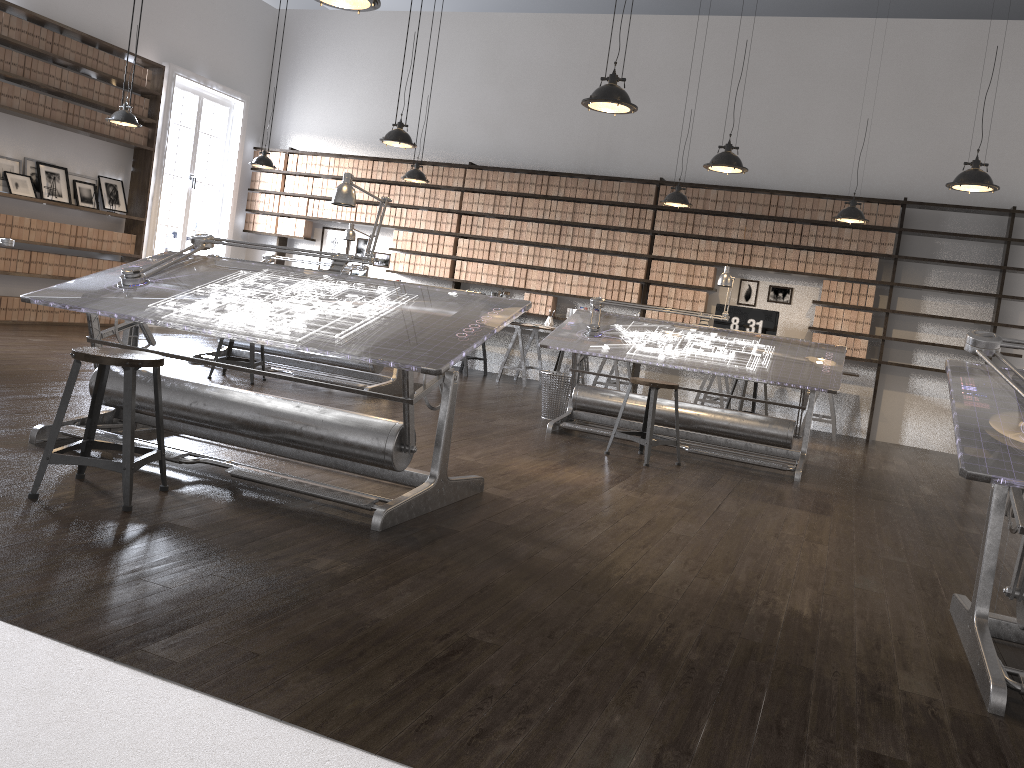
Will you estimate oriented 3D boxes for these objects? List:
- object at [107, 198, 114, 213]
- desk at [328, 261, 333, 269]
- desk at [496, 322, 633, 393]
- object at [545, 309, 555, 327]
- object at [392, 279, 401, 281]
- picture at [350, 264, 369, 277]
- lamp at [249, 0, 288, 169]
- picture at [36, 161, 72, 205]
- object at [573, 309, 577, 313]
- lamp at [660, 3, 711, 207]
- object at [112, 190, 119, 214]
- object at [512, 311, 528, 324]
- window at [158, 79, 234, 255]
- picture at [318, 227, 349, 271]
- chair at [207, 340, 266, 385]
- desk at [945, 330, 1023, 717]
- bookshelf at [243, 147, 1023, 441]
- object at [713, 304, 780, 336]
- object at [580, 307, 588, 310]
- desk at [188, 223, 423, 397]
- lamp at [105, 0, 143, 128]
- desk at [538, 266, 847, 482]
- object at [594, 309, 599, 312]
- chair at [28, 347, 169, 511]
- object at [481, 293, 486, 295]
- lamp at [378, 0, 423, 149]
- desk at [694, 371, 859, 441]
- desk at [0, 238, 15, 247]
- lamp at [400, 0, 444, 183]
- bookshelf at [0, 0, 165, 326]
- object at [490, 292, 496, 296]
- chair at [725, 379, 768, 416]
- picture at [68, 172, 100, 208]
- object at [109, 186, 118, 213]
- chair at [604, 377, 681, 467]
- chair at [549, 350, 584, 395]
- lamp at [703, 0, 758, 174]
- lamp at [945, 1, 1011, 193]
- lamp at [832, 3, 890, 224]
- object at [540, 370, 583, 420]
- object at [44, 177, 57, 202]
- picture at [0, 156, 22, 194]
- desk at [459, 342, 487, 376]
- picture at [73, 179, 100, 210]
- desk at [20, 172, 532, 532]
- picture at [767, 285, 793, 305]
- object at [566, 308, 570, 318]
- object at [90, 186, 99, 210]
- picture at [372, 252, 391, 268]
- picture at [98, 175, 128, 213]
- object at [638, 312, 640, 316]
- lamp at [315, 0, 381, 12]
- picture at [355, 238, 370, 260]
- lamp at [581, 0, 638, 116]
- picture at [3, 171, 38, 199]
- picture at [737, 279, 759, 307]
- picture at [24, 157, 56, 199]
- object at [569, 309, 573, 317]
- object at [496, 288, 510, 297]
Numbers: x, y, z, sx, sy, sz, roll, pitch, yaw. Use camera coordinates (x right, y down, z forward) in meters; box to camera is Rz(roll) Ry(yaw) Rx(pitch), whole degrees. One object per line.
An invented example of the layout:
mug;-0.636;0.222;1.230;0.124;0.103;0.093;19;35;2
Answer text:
object;-4.388;-1.954;9.683;0.040;0.165;0.066;9;3;21
desk;-2.507;-1.015;10.940;1.272;1.095;1.071;10;4;21
desk;0.613;-0.247;9.770;1.673;0.668;0.656;10;4;21
object;0.433;-0.743;10.081;0.101;0.209;0.102;7;3;-24
object;-1.434;-1.203;10.927;0.107;0.176;0.107;9;3;22
picture;-1.959;-1.434;11.354;0.252;0.183;0.023;10;3;21
lamp;-2.668;-3.574;9.992;0.311;2.248;0.313;8;2;0
picture;-4.731;-2.068;9.154;0.149;0.390;0.373;9;4;20
object;0.721;-0.791;10.075;0.061;0.119;0.062;7;3;-19
lamp;1.704;-2.803;8.315;0.312;2.248;0.312;6;3;-45
object;-4.393;-2.016;9.824;0.040;0.261;0.110;9;3;20
object;0.043;-0.775;10.098;0.204;0.160;0.284;10;5;20
window;-3.961;-2.466;10.879;0.153;2.304;1.244;9;3;20
picture;-2.306;-1.733;11.480;0.416;0.573;0.040;9;3;21
chair;-2.102;-0.285;6.885;0.358;0.527;0.373;8;3;-1
desk;2.352;0.310;2.492;2.074;1.383;1.076;10;4;21
bookshelf;0.688;-0.839;10.247;9.202;3.201;0.373;10;3;21
object;2.420;-0.538;9.219;0.645;0.517;0.204;10;3;21
object;0.814;-0.800;10.139;0.095;0.161;0.094;9;3;17
desk;-1.755;-0.754;7.713;2.286;1.383;1.076;10;4;21
lamp;-3.406;-3.498;8.076;0.311;2.248;0.313;8;2;0
desk;1.341;-0.208;6.522;2.074;1.383;1.076;10;4;21
object;0.937;-0.780;10.104;0.094;0.161;0.205;9;4;22
chair;-1.459;0.148;3.219;0.358;0.527;0.373;8;3;-1
object;-0.487;-1.031;10.632;0.318;0.152;0.193;10;5;20
lamp;-0.760;-3.032;7.058;0.312;2.248;0.312;10;3;41
desk;2.590;0.102;9.009;1.673;0.668;0.656;10;4;21
desk;-4.366;-0.882;6.228;1.272;1.186;1.171;9;4;21
lamp;-0.868;-3.257;9.305;0.311;2.248;0.313;8;2;0
bookshelf;-4.832;-1.764;9.067;0.414;3.715;2.473;9;3;20
object;-0.238;-1.007;10.630;0.079;0.188;0.079;8;3;0
chair;2.264;0.177;8.506;0.358;0.527;0.373;7;3;-11
picture;-4.631;-2.074;9.559;0.095;0.360;0.434;9;4;20
object;-4.389;-2.030;9.749;0.040;0.303;0.118;9;3;20
chair;0.885;0.241;5.744;0.357;0.527;0.373;5;4;-41
chair;0.581;-0.117;9.125;0.371;0.527;0.359;8;3;-6
lamp;1.645;-2.608;6.133;0.312;2.248;0.312;6;3;-45
lamp;3.080;-2.355;5.581;0.311;2.248;0.313;8;2;0
lamp;3.140;-2.550;7.763;0.312;2.248;0.312;6;3;-45
object;0.375;0.102;7.194;0.355;0.377;0.352;11;5;42
object;-4.669;-1.975;8.967;0.040;0.259;0.174;9;3;20
picture;-4.975;-2.042;8.654;0.083;0.364;0.415;9;4;20
desk;-1.017;-0.534;10.397;1.673;0.668;0.656;10;4;21
picture;-4.593;-2.034;9.557;0.127;0.290;0.290;9;4;20
desk;-1.010;-0.304;4.012;2.074;1.383;1.076;10;4;21
picture;2.875;-0.956;9.499;0.252;0.183;0.023;10;3;21
object;0.661;-0.811;10.197;0.061;0.119;0.062;6;3;-28
object;-4.475;-1.998;9.511;0.040;0.260;0.124;9;3;20
picture;-1.648;-1.573;11.237;0.252;0.183;0.023;10;3;21
picture;-4.462;-2.118;9.907;0.161;0.363;0.343;9;4;20
object;1.364;-0.670;9.635;0.020;0.228;0.007;6;3;-38
lamp;-0.533;-2.671;3.545;0.311;2.248;0.313;8;2;0
picture;-1.908;-1.722;11.340;0.202;0.284;0.022;9;3;20
lamp;0.684;-2.609;4.773;0.312;2.261;0.312;6;3;-45
picture;-4.863;-1.966;8.768;0.145;0.228;0.300;9;4;20
picture;2.564;-0.990;9.620;0.202;0.284;0.022;9;3;20
picture;-4.823;-2.079;9.056;0.091;0.405;0.369;9;4;20
object;0.686;-0.801;10.135;0.063;0.118;0.063;6;3;-28
object;-0.128;-1.029;10.505;0.181;0.271;0.156;8;3;5
